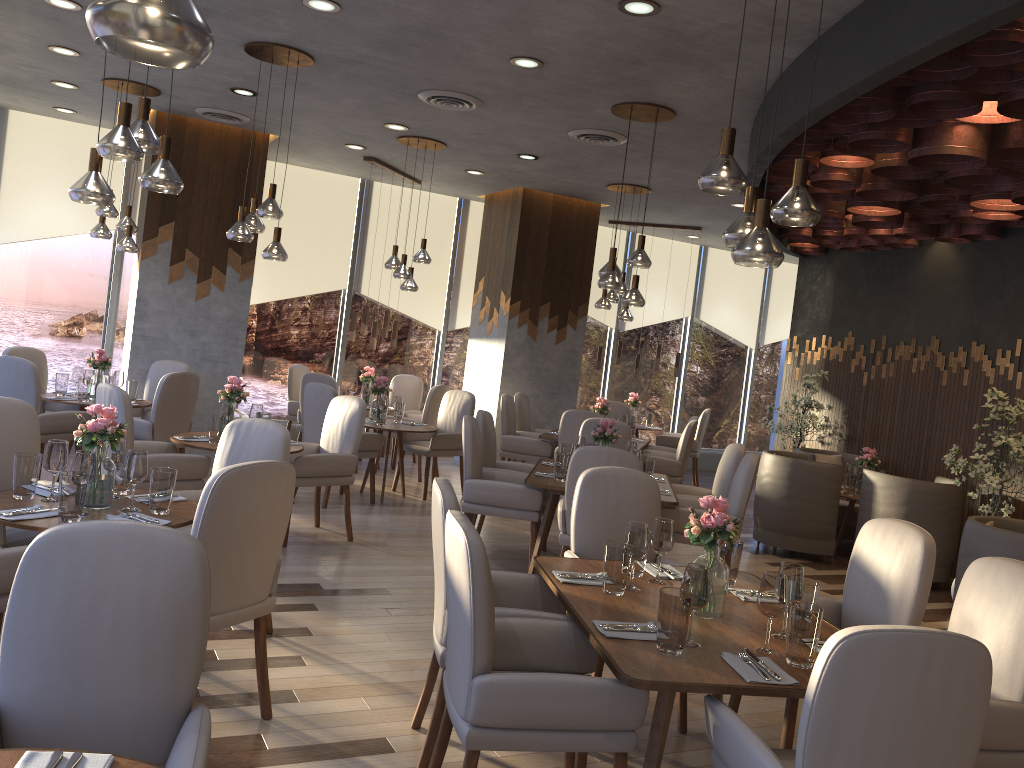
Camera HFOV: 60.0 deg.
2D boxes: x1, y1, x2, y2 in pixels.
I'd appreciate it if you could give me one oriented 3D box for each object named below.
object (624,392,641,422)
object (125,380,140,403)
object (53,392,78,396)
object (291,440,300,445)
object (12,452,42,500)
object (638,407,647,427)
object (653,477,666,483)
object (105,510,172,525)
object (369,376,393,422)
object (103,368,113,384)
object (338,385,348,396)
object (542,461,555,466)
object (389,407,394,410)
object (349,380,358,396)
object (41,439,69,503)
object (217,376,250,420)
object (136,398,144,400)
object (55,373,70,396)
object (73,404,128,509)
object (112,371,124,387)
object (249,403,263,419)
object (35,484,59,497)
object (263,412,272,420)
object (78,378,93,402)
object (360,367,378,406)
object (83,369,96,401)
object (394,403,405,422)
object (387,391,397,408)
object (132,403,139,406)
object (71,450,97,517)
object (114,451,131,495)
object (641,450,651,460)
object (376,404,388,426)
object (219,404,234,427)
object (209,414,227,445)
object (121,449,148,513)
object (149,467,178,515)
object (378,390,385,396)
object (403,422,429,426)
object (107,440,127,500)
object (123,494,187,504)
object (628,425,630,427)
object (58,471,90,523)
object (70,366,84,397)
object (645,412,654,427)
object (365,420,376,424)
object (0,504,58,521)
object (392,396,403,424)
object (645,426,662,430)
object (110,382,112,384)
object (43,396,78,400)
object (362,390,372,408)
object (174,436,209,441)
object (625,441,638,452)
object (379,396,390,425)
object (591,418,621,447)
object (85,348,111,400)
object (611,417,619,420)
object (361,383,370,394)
[{"bbox_3d":[1.504,0.314,11.051,0.210,0.415,0.197,8,2,40],"label":"object"},{"bbox_3d":[-3.089,0.062,7.199,0.102,0.178,0.102,8,2,35],"label":"object"},{"bbox_3d":[-3.611,0.076,7.264,0.255,0.019,0.157,8,3,18],"label":"object"},{"bbox_3d":[-1.560,0.386,5.933,0.254,0.019,0.158,4,4,-42],"label":"object"},{"bbox_3d":[-1.955,0.370,3.563,0.102,0.178,0.102,6,2,-32],"label":"object"},{"bbox_3d":[1.646,0.410,11.185,0.092,0.244,0.092,6,1,-36],"label":"object"},{"bbox_3d":[0.972,0.669,6.326,0.255,0.019,0.157,7,3,7],"label":"object"},{"bbox_3d":[-1.458,0.517,3.427,0.255,0.019,0.157,8,3,28],"label":"object"},{"bbox_3d":[-1.200,0.133,7.992,0.210,0.415,0.197,7,1,21],"label":"object"},{"bbox_3d":[-3.345,-0.007,7.303,0.092,0.244,0.092,7,1,3],"label":"object"},{"bbox_3d":[-1.810,0.109,9.453,0.102,0.178,0.102,7,1,12],"label":"object"},{"bbox_3d":[0.346,0.587,6.466,0.255,0.019,0.157,7,3,6],"label":"object"},{"bbox_3d":[-1.321,0.252,9.388,0.255,0.019,0.157,8,3,20],"label":"object"},{"bbox_3d":[-1.705,0.087,9.492,0.092,0.244,0.092,8,1,41],"label":"object"},{"bbox_3d":[-1.843,0.350,3.572,0.092,0.244,0.092,7,1,28],"label":"object"},{"bbox_3d":[-1.855,0.154,5.881,0.210,0.415,0.197,8,1,35],"label":"object"},{"bbox_3d":[-3.220,0.117,7.394,0.157,0.019,0.255,8,3,23],"label":"object"},{"bbox_3d":[-3.604,0.005,7.096,0.102,0.178,0.102,6,1,-16],"label":"object"},{"bbox_3d":[-1.669,0.285,3.574,0.210,0.415,0.198,6,1,-29],"label":"object"},{"bbox_3d":[-3.189,0.019,7.165,0.092,0.244,0.092,8,1,44],"label":"object"},{"bbox_3d":[-1.710,0.256,5.908,0.092,0.244,0.092,7,1,28],"label":"object"},{"bbox_3d":[-1.924,0.447,3.725,0.255,0.019,0.157,8,3,31],"label":"object"},{"bbox_3d":[-1.693,0.286,6.016,0.102,0.178,0.102,7,1,-6],"label":"object"},{"bbox_3d":[-3.321,0.049,6.884,0.102,0.178,0.102,7,1,-10],"label":"object"},{"bbox_3d":[-1.550,0.018,9.532,0.210,0.415,0.198,7,1,-14],"label":"object"},{"bbox_3d":[-3.340,0.009,6.991,0.092,0.244,0.092,8,1,44],"label":"object"},{"bbox_3d":[-1.045,0.261,8.183,0.102,0.178,0.102,6,2,-35],"label":"object"},{"bbox_3d":[-1.305,0.165,9.553,0.102,0.178,0.102,6,1,-24],"label":"object"},{"bbox_3d":[-3.104,0.148,7.033,0.255,0.019,0.157,8,3,19],"label":"object"},{"bbox_3d":[-1.651,0.381,3.407,0.092,0.244,0.092,6,1,-43],"label":"object"},{"bbox_3d":[-1.699,0.387,3.861,0.102,0.178,0.102,6,1,-22],"label":"object"},{"bbox_3d":[0.953,0.578,6.489,0.102,0.178,0.102,6,1,-27],"label":"object"},{"bbox_3d":[-1.138,0.272,7.721,0.102,0.178,0.102,8,2,43],"label":"object"},{"bbox_3d":[-1.835,0.252,5.682,0.092,0.244,0.092,6,1,-41],"label":"object"},{"bbox_3d":[-1.857,0.287,5.575,0.102,0.178,0.102,7,1,12],"label":"object"},{"bbox_3d":[-1.521,0.389,3.572,0.092,0.244,0.092,7,1,8],"label":"object"},{"bbox_3d":[-1.418,0.434,3.589,0.102,0.178,0.102,7,1,24],"label":"object"},{"bbox_3d":[-1.405,0.122,9.520,0.092,0.244,0.092,7,1,22],"label":"object"},{"bbox_3d":[-0.900,0.362,8.123,0.158,0.019,0.254,9,3,39],"label":"object"},{"bbox_3d":[-1.686,0.361,3.752,0.092,0.244,0.092,6,1,-33],"label":"object"},{"bbox_3d":[-1.549,0.487,3.821,0.158,0.019,0.255,9,3,32],"label":"object"},{"bbox_3d":[1.093,0.491,8.699,0.102,0.178,0.102,6,2,-37],"label":"object"},{"bbox_3d":[-1.637,0.421,3.300,0.102,0.178,0.102,7,1,4],"label":"object"},{"bbox_3d":[-3.497,-0.017,7.131,0.092,0.244,0.092,6,1,-25],"label":"object"},{"bbox_3d":[1.740,0.453,11.232,0.102,0.178,0.102,6,2,-42],"label":"object"},{"bbox_3d":[-1.303,0.330,7.779,0.158,0.019,0.254,9,3,37],"label":"object"},{"bbox_3d":[-1.810,0.479,3.330,0.158,0.019,0.255,8,3,27],"label":"object"},{"bbox_3d":[-1.045,0.234,8.073,0.092,0.244,0.092,7,1,19],"label":"object"},{"bbox_3d":[1.747,0.541,11.067,0.255,0.019,0.157,7,3,12],"label":"object"},{"bbox_3d":[-3.374,0.018,7.409,0.102,0.178,0.102,7,1,-1],"label":"object"},{"bbox_3d":[-3.494,0.107,6.906,0.158,0.019,0.255,8,3,24],"label":"object"},{"bbox_3d":[-1.523,0.153,9.253,0.102,0.178,0.102,8,2,44],"label":"object"},{"bbox_3d":[-2.011,0.345,5.657,0.254,0.019,0.158,4,4,-44],"label":"object"},{"bbox_3d":[0.862,0.537,6.435,0.092,0.244,0.092,6,1,-41],"label":"object"},{"bbox_3d":[-1.133,0.235,7.830,0.092,0.244,0.092,6,1,-33],"label":"object"},{"bbox_3d":[0.631,0.442,6.106,0.210,0.415,0.197,7,1,21],"label":"object"},{"bbox_3d":[-3.338,-0.084,7.142,0.198,0.415,0.210,7,1,10],"label":"object"},{"bbox_3d":[0.995,0.448,8.661,0.092,0.244,0.092,6,1,-31],"label":"object"},{"bbox_3d":[-1.554,0.112,9.356,0.092,0.244,0.092,8,1,37],"label":"object"}]
